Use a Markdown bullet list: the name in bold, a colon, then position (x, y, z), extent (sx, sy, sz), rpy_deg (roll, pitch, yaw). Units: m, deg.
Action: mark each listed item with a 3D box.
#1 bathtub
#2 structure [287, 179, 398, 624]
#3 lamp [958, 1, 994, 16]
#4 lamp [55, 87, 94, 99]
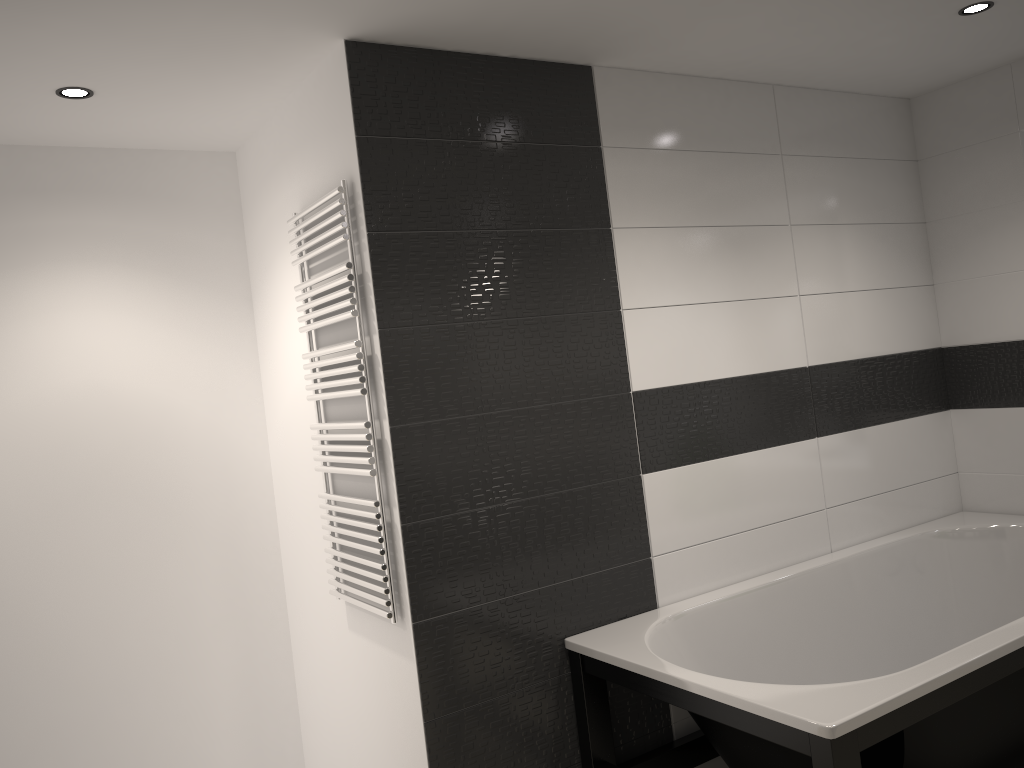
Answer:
- **bathtub**: position (1.379, 0.987, 2.909), extent (2.183, 0.677, 1.006), rpy_deg (-7, 0, -32)
- **structure**: position (-0.539, 0.060, 2.753), extent (0.039, 1.293, 0.471), rpy_deg (-6, -1, -32)
- **lamp**: position (1.526, -1.235, 2.915), extent (0.105, 0.004, 0.106), rpy_deg (-7, 1, 13)
- **lamp**: position (-1.340, -0.891, 2.716), extent (0.106, 0.004, 0.105), rpy_deg (-7, 1, -17)
